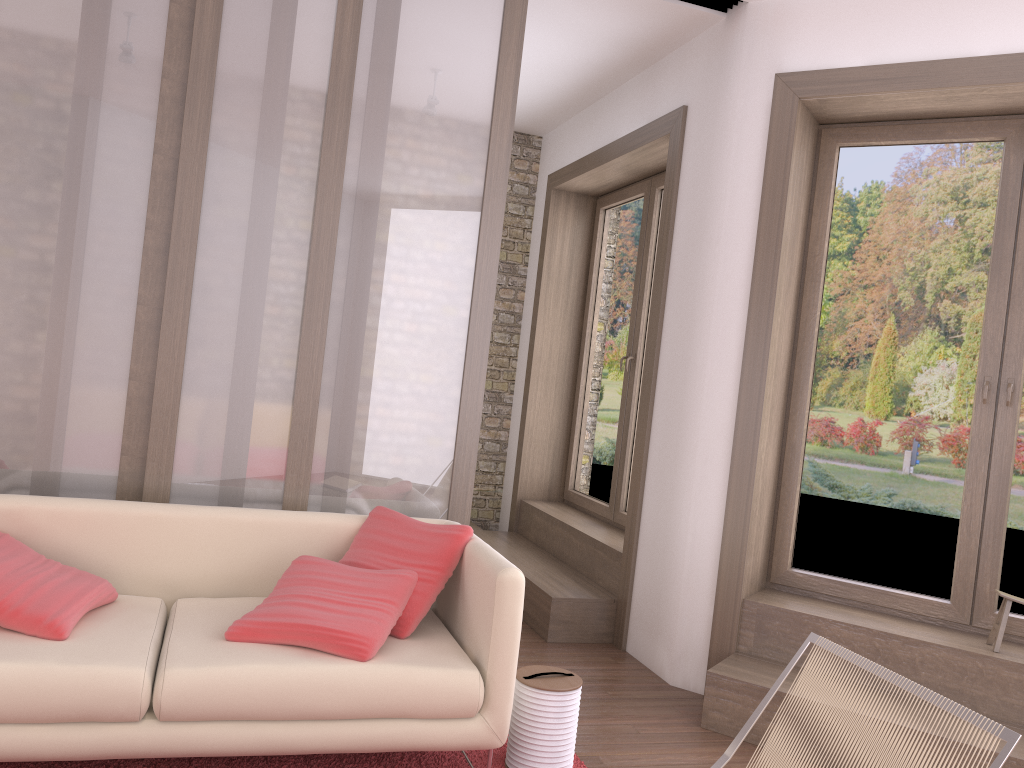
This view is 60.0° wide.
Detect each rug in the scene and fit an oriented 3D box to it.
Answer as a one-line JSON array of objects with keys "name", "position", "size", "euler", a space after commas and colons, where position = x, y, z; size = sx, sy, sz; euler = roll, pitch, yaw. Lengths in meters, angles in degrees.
[{"name": "rug", "position": [-0.776, 1.272, 1.677], "size": [2.938, 0.016, 3.344], "euler": [6, 1, -18]}]

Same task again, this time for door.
[{"name": "door", "position": [2.131, -0.044, 3.868], "size": [1.800, 2.275, 0.142], "euler": [7, 1, 32]}, {"name": "door", "position": [0.779, -0.217, 5.707], "size": [0.117, 2.221, 1.750], "euler": [6, 1, -18]}]

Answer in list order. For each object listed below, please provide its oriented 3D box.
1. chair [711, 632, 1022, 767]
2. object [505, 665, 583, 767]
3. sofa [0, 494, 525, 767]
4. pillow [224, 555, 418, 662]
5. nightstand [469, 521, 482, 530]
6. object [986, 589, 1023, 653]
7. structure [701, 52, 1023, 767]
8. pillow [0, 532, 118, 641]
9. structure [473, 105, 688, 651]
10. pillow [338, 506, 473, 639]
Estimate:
[{"name": "chair", "position": [0.494, 1.035, 2.007], "size": [0.853, 0.762, 0.739], "euler": [6, 1, -18]}, {"name": "object", "position": [0.112, 1.183, 3.110], "size": [0.239, 0.341, 0.239], "euler": [7, 1, 14]}, {"name": "sofa", "position": [-1.155, 0.839, 2.936], "size": [2.204, 0.751, 0.919], "euler": [6, 1, -18]}, {"name": "pillow", "position": [-0.621, 0.747, 2.993], "size": [0.507, 0.224, 0.467], "euler": [7, 1, 9]}, {"name": "nightstand", "position": [-0.617, 1.130, 6.493], "size": [0.707, 0.240, 0.400], "euler": [6, 1, -18]}, {"name": "object", "position": [2.216, 0.995, 3.576], "size": [0.499, 0.233, 0.136], "euler": [7, 1, 17]}, {"name": "structure", "position": [1.930, 0.115, 3.574], "size": [2.039, 2.881, 0.845], "euler": [7, 1, 32]}, {"name": "pillow", "position": [-1.574, 0.641, 2.860], "size": [0.467, 0.224, 0.507], "euler": [6, 1, -6]}, {"name": "structure", "position": [0.450, -0.069, 5.624], "size": [0.808, 2.881, 2.039], "euler": [6, 1, -18]}, {"name": "pillow", "position": [-0.459, 0.679, 3.273], "size": [0.498, 0.377, 0.379], "euler": [7, 1, 32]}]
